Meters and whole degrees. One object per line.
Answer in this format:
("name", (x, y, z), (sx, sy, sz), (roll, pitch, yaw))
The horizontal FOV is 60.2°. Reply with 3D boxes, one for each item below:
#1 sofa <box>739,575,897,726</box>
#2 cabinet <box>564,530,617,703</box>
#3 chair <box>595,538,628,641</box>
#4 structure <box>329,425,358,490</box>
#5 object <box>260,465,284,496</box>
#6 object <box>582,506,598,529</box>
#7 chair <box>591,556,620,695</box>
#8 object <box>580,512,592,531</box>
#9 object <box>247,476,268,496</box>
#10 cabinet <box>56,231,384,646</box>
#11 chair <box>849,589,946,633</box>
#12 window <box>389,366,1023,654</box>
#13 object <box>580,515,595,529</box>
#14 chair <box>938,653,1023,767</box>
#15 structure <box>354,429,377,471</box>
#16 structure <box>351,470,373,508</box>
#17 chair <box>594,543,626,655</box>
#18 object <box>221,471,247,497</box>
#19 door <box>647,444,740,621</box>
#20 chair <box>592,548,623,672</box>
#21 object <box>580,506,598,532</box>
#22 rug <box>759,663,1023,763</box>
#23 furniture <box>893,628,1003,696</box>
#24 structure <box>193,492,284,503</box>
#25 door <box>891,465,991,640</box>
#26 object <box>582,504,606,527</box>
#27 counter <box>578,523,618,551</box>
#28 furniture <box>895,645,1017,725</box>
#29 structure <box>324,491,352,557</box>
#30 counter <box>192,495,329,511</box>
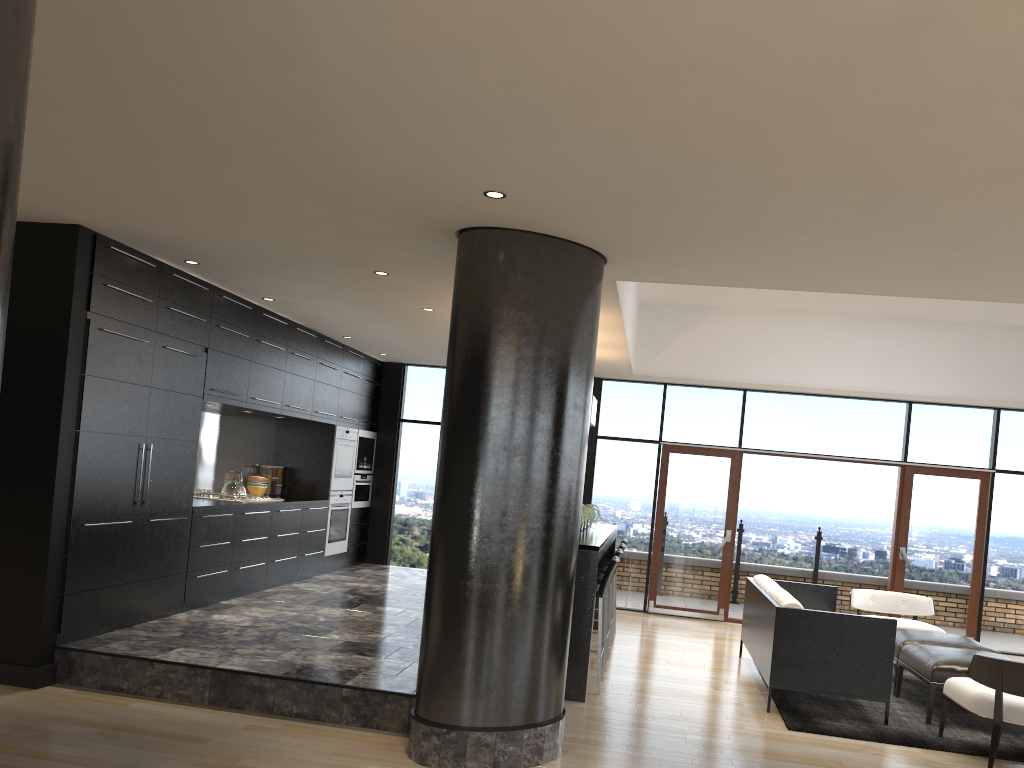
("sofa", (2.399, 2.055, 7.141), (0.837, 0.800, 2.044), (5, -5, 10))
("cabinet", (0.211, 1.785, 7.640), (1.178, 1.033, 3.133), (5, -5, 10))
("chair", (0.837, 1.984, 8.668), (0.518, 0.961, 0.477), (5, -1, 9))
("structure", (-1.888, 0.838, 9.906), (0.085, 0.705, 0.704), (5, -3, 10))
("object", (-2.573, 1.029, 9.431), (0.113, 0.314, 0.367), (5, -3, 10))
("object", (0.628, 1.181, 7.944), (0.396, 0.238, 0.409), (2, -5, 34))
("chair", (0.495, 1.741, 6.535), (0.518, 0.961, 0.477), (5, -1, 9))
("object", (0.388, 1.040, 6.746), (0.396, 0.238, 0.409), (2, -5, 34))
("object", (-2.614, 1.048, 9.057), (0.185, 0.205, 0.206), (5, -3, 10))
("cabinet", (-2.493, 0.632, 8.190), (0.728, 2.514, 5.761), (5, -5, 10))
("chair", (3.685, 2.380, 8.554), (0.804, 0.673, 0.688), (5, -3, 9))
("window", (4.250, -0.140, 3.470), (10.131, 4.768, 15.953), (6, -5, -4))
("object", (0.478, 1.088, 7.147), (0.405, 0.238, 0.400), (2, -5, 34))
("chair", (3.232, 2.038, 5.526), (0.804, 0.673, 0.688), (5, -3, 9))
("structure", (-1.756, 0.801, 10.607), (0.026, 0.472, 0.680), (5, -4, 10))
("structure", (-1.800, 1.262, 10.606), (0.070, 0.443, 0.682), (5, -4, 10))
("chair", (0.730, 1.908, 8.003), (0.518, 0.961, 0.477), (5, -1, 9))
("object", (-2.488, 0.893, 7.929), (0.221, 0.229, 0.222), (5, -3, 2))
("door", (2.123, 1.731, 10.334), (0.896, 1.989, 0.095), (5, 0, 9))
("chair", (0.620, 1.830, 7.312), (0.518, 0.961, 0.477), (5, -1, 9))
("object", (0.570, 1.149, 7.571), (0.396, 0.216, 0.409), (2, -5, 34))
("rug", (3.296, 2.528, 7.064), (2.478, 0.011, 3.051), (4, -6, 10))
("furniture", (3.547, 2.348, 7.403), (0.826, 0.482, 0.832), (5, -4, 9))
("structure", (-2.539, 1.062, 8.188), (0.519, 0.066, 0.906), (4, -6, 9))
("door", (4.803, 1.936, 9.901), (0.896, 1.989, 0.095), (5, 0, 9))
("object", (0.632, 1.231, 8.335), (0.405, 0.216, 0.400), (2, -5, 34))
("counter", (0.261, 1.253, 7.642), (1.178, 0.032, 3.133), (4, -6, 10))
("furniture", (3.413, 2.253, 6.562), (0.826, 0.482, 0.832), (5, -4, 9))
("structure", (-1.955, 1.555, 9.904), (0.085, 0.705, 0.704), (5, -3, 10))
("counter", (-2.559, 1.083, 8.192), (0.729, 0.033, 2.878), (4, -6, 10))
